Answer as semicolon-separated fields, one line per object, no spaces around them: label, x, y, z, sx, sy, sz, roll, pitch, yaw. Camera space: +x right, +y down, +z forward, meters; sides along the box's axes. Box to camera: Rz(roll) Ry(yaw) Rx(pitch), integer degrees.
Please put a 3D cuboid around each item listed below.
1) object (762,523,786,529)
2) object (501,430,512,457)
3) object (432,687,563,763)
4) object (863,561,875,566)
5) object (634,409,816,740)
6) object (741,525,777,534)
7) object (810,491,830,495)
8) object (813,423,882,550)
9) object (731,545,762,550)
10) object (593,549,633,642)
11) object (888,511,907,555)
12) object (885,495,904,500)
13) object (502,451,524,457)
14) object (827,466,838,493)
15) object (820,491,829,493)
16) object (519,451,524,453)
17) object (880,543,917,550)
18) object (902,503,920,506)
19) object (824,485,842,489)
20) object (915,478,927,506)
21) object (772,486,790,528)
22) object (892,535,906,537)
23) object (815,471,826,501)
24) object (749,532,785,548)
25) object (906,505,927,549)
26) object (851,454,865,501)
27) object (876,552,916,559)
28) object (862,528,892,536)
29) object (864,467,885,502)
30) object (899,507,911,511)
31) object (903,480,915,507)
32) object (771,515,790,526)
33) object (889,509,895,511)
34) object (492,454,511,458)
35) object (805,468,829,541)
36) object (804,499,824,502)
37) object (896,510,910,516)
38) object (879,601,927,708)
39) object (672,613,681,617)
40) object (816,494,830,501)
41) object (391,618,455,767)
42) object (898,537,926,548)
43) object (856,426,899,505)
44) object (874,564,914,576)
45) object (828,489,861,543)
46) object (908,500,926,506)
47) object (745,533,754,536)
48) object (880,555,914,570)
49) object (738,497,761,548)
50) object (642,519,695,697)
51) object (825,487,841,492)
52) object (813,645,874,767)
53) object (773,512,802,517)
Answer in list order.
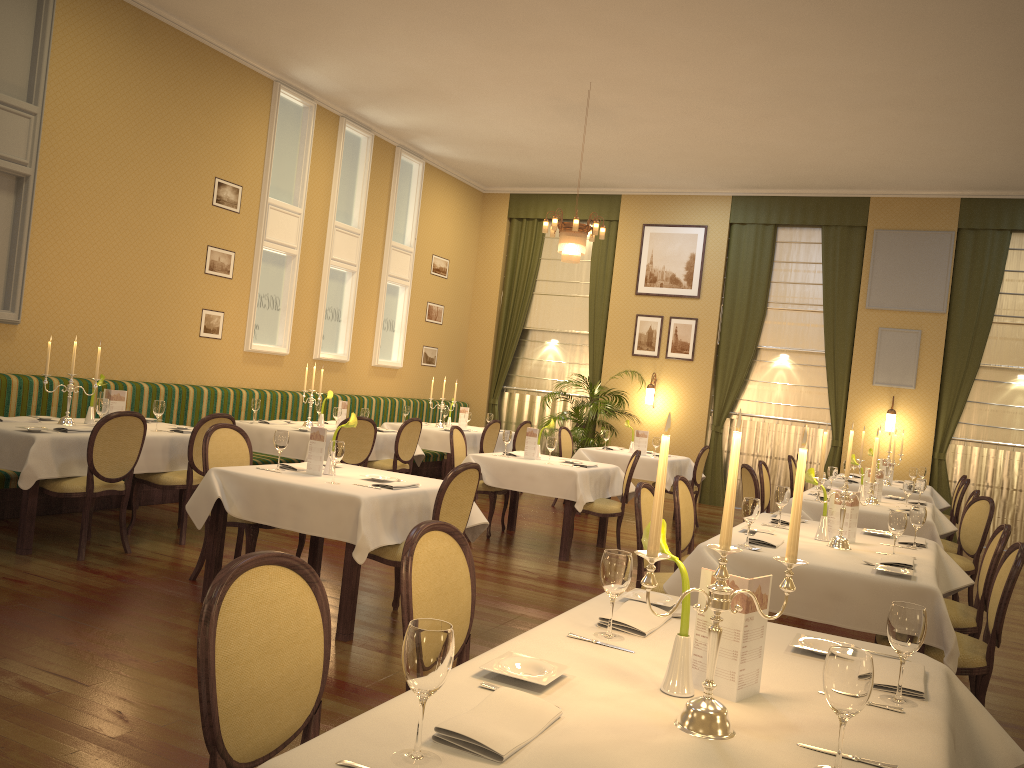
object;1.509;0.810;5.025;0.185;0.010;0.017;6;0;26
object;-0.050;0.525;7.866;0.088;0.229;0.088;6;0;-23
object;-0.020;0.632;1.660;0.142;0.033;0.273;6;0;25
object;1.693;0.829;4.042;0.181;0.015;0.038;6;0;27
object;0.424;0.370;1.785;0.390;0.655;0.131;6;0;-31
object;1.308;0.782;4.702;0.160;0.024;0.160;6;0;25
object;2.574;0.922;7.408;0.160;0.024;0.160;6;0;25
object;1.701;0.512;4.517;0.390;0.655;0.131;6;0;-31
object;1.076;0.760;4.142;0.181;0.015;0.038;6;0;27
object;0.271;0.563;2.373;0.088;0.229;0.088;6;0;-17
object;1.883;0.742;4.348;0.088;0.229;0.088;6;0;-23
object;3.400;1.014;7.885;0.160;0.024;0.160;6;0;25
object;0.036;0.636;8.047;0.142;0.033;0.273;6;0;25
object;2.815;0.845;7.810;0.088;0.229;0.088;6;0;-17
object;2.774;0.950;7.731;0.185;0.010;0.017;6;0;26
object;0.122;0.648;8.303;0.160;0.024;0.160;6;0;25
object;2.084;0.875;4.785;0.185;0.010;0.017;6;0;25
object;3.349;1.015;7.491;0.185;0.010;0.017;6;0;25
object;2.987;0.968;8.248;0.160;0.024;0.160;6;0;25
object;3.468;0.918;7.532;0.088;0.229;0.088;6;0;-17
object;1.549;0.705;5.105;0.088;0.229;0.088;6;0;-17
object;2.303;0.897;5.224;0.181;0.015;0.038;6;0;27
object;2.395;0.798;6.925;0.088;0.229;0.088;6;0;-17
object;1.258;0.774;4.392;0.142;0.033;0.273;6;0;25
object;2.202;0.778;4.826;0.088;0.229;0.088;6;0;-17
object;2.903;0.782;7.452;0.076;0.375;0.163;6;0;-43
object;1.921;0.857;4.439;0.185;0.010;0.017;6;0;25
object;2.134;0.874;5.180;0.160;0.024;0.160;6;0;25
object;3.047;0.849;7.435;0.166;0.277;0.081;6;0;-3
object;3.077;0.976;6.873;0.142;0.033;0.273;6;0;25
object;3.148;0.882;7.054;0.088;0.229;0.088;6;0;-23
object;1.635;0.816;5.285;0.142;0.033;0.273;6;0;25
object;2.959;0.969;6.748;0.181;0.015;0.038;6;0;27
object;-0.091;0.631;7.787;0.185;0.010;0.017;6;0;26
object;1.638;0.641;4.746;0.076;0.375;0.163;6;0;-43
object;2.341;0.900;6.848;0.181;0.015;0.038;6;0;27
object;2.937;0.963;6.586;0.160;0.024;0.160;6;0;25
object;0.925;0.636;2.094;0.088;0.229;0.088;6;0;-17
object;0.441;0.690;2.698;0.181;0.015;0.038;6;0;27
object;2.524;0.914;7.098;0.142;0.033;0.273;6;0;25
object;-0.148;0.517;1.487;0.088;0.229;0.088;6;0;-17
object;2.259;0.889;5.004;0.142;0.024;0.273;6;0;25
object;2.967;0.652;7.223;0.390;0.655;0.131;6;0;-31
object;1.671;0.823;3.880;0.160;0.024;0.160;6;0;25
object;1.782;0.709;4.729;0.166;0.277;0.081;6;0;-3
object;3.525;1.029;7.710;0.142;0.024;0.273;6;0;25
object;1.295;0.787;4.569;0.185;0.010;0.017;6;0;26
object;1.812;0.836;4.167;0.142;0.033;0.273;6;0;25
object;1.130;0.658;4.219;0.088;0.229;0.088;6;0;-17
object;0.360;0.500;2.014;0.076;0.375;0.163;6;0;-43
object;2.901;0.956;7.991;0.142;0.033;0.273;6;0;25
object;0.605;0.601;1.616;0.088;0.229;0.088;6;0;-17
object;1.722;0.828;5.542;0.160;0.024;0.160;6;0;25
